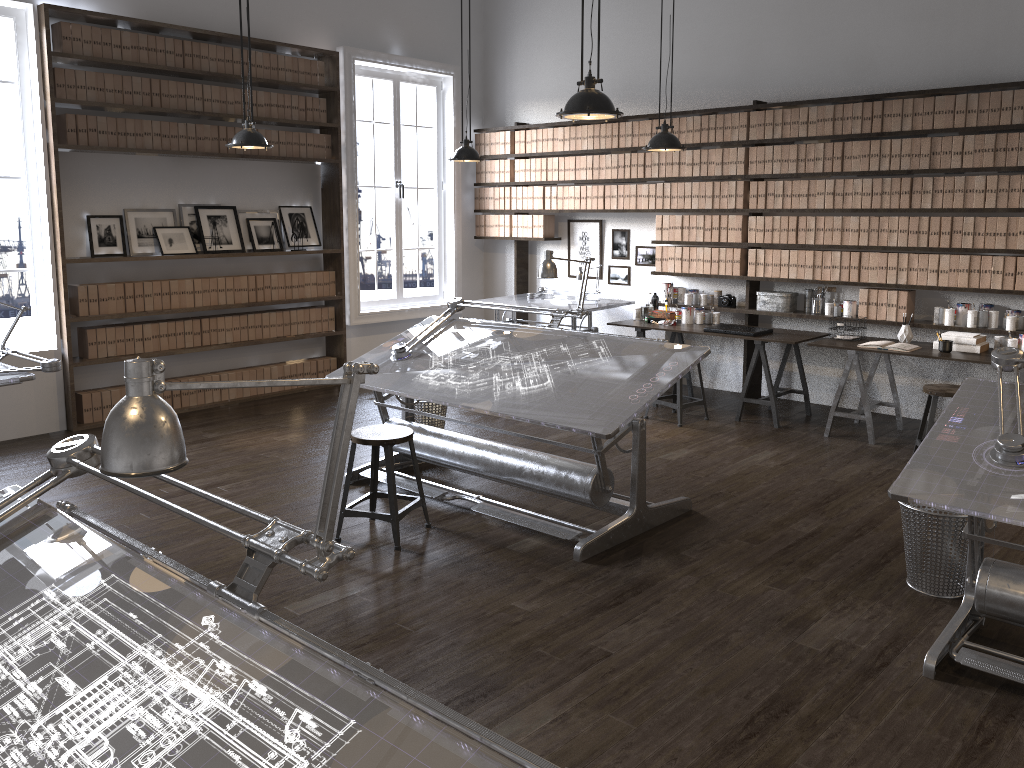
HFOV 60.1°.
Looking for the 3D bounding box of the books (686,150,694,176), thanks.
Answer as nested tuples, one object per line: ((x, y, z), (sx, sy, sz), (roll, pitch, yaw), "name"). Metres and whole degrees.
((1.560, -1.880, 7.573), (0.067, 0.224, 0.175), (7, 12, 41), "books")

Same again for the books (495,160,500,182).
((-0.094, -2.172, 9.054), (0.067, 0.224, 0.175), (7, 12, 42), "books")

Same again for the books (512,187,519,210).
((0.078, -1.873, 8.937), (0.067, 0.224, 0.175), (7, 12, 41), "books")

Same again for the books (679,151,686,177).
((1.515, -1.888, 7.616), (0.067, 0.224, 0.175), (7, 12, 41), "books")

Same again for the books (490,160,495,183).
((-0.141, -2.181, 9.102), (0.067, 0.224, 0.175), (7, 12, 41), "books")

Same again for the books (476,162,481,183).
((-0.293, -2.208, 9.239), (0.067, 0.224, 0.175), (7, 12, 41), "books")

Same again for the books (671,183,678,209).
((1.458, -1.635, 7.707), (0.067, 0.224, 0.175), (7, 12, 41), "books")

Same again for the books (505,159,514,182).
((0.012, -2.155, 8.966), (0.067, 0.224, 0.175), (7, 12, 41), "books")

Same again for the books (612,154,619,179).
((0.987, -1.979, 8.083), (0.067, 0.224, 0.175), (7, 12, 41), "books")

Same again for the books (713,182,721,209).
((1.761, -1.582, 7.433), (0.067, 0.224, 0.175), (7, 12, 41), "books")

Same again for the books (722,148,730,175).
((1.820, -1.835, 7.342), (0.067, 0.224, 0.175), (7, 12, 42), "books")

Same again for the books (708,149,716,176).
((1.720, -1.853, 7.434), (0.067, 0.224, 0.175), (7, 12, 41), "books")

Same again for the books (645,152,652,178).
((1.259, -1.933, 7.848), (0.067, 0.224, 0.175), (7, 12, 42), "books")

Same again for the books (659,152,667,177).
((1.364, -1.915, 7.753), (0.067, 0.224, 0.175), (7, 12, 41), "books")

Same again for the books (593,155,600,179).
((0.834, -2.007, 8.228), (0.067, 0.224, 0.175), (7, 12, 42), "books")

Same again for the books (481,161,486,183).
((-0.243, -2.198, 9.189), (0.067, 0.224, 0.175), (7, 12, 42), "books")

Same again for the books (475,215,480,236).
((-0.302, -1.668, 9.326), (0.067, 0.224, 0.175), (7, 12, 42), "books")

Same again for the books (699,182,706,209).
((1.660, -1.600, 7.522), (0.067, 0.224, 0.175), (7, 12, 41), "books")

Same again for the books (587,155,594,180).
((0.779, -2.015, 8.272), (0.067, 0.224, 0.175), (7, 12, 41), "books")

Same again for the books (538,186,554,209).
((0.337, -1.828, 8.704), (0.067, 0.224, 0.175), (7, 12, 41), "books")

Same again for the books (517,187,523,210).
((0.134, -1.864, 8.891), (0.067, 0.224, 0.175), (7, 12, 41), "books")

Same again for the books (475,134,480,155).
((-0.303, -2.481, 9.203), (0.067, 0.224, 0.175), (7, 12, 42), "books")

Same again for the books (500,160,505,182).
((-0.040, -2.164, 9.013), (0.067, 0.224, 0.175), (7, 12, 41), "books")

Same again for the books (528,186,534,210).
((0.239, -1.847, 8.799), (0.067, 0.224, 0.175), (7, 12, 42), "books")

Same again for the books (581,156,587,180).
((0.727, -2.025, 8.321), (0.067, 0.224, 0.175), (7, 12, 42), "books")

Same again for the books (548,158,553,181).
((0.425, -2.078, 8.596), (0.067, 0.224, 0.175), (7, 12, 41), "books")

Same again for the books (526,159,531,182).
((0.215, -2.113, 8.776), (0.067, 0.224, 0.175), (7, 12, 41), "books")

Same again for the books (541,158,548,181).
((0.366, -2.087, 8.642), (0.067, 0.224, 0.175), (7, 12, 42), "books")

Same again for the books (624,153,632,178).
((1.091, -1.962, 7.996), (0.067, 0.224, 0.175), (7, 12, 41), "books")

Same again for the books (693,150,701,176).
((1.613, -1.870, 7.523), (0.067, 0.224, 0.175), (7, 12, 42), "books")

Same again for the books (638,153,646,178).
((1.200, -1.942, 7.894), (0.067, 0.224, 0.175), (7, 12, 41), "books")

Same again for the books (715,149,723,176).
((1.767, -1.843, 7.383), (0.067, 0.224, 0.175), (7, 12, 41), "books")

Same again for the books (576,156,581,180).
((0.681, -2.033, 8.364), (0.067, 0.224, 0.175), (7, 12, 42), "books")

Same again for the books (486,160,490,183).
((-0.188, -2.189, 9.143), (0.067, 0.224, 0.175), (7, 12, 41), "books")

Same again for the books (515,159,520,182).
((0.110, -2.132, 8.875), (0.067, 0.224, 0.175), (7, 12, 42), "books")

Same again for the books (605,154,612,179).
((0.936, -1.988, 8.133), (0.067, 0.224, 0.175), (7, 12, 41), "books")

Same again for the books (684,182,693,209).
((1.558, -1.616, 7.609), (0.067, 0.224, 0.175), (7, 12, 42), "books")

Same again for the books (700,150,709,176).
((1.667, -1.862, 7.479), (0.067, 0.224, 0.175), (7, 12, 41), "books")

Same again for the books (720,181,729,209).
((1.813, -1.573, 7.386), (0.067, 0.224, 0.175), (7, 12, 41), "books")

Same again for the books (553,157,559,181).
((0.475, -2.068, 8.546), (0.067, 0.224, 0.175), (7, 12, 41), "books")

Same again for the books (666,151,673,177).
((1.416, -1.906, 7.706), (0.067, 0.224, 0.175), (7, 12, 41), "books")

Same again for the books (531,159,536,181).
((0.265, -2.105, 8.737), (0.067, 0.224, 0.175), (7, 12, 42), "books")

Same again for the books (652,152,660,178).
((1.308, -1.923, 7.797), (0.067, 0.224, 0.175), (7, 12, 42), "books")

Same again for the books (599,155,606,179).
((0.887, -1.998, 8.183), (0.067, 0.224, 0.175), (7, 12, 42), "books")

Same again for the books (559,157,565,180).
((0.530, -2.060, 8.502), (0.067, 0.224, 0.175), (7, 12, 42), "books")

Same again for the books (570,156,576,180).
((0.629, -2.041, 8.405), (0.067, 0.224, 0.175), (7, 12, 41), "books")

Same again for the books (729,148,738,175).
((1.865, -1.827, 7.299), (0.067, 0.224, 0.175), (7, 12, 42), "books")

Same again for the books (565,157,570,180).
((0.583, -2.050, 8.454), (0.067, 0.224, 0.175), (7, 12, 42), "books")

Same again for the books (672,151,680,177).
((1.462, -1.896, 7.657), (0.067, 0.224, 0.175), (7, 12, 42), "books")

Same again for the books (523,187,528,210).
((0.188, -1.856, 8.847), (0.067, 0.224, 0.175), (7, 12, 42), "books")

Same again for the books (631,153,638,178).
((1.148, -1.952, 7.947), (0.067, 0.224, 0.175), (7, 12, 42), "books")

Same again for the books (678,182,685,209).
((1.508, -1.626, 7.659), (0.067, 0.224, 0.175), (7, 12, 41), "books")

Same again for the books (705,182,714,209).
((1.707, -1.590, 7.474), (0.067, 0.224, 0.175), (7, 12, 42), "books")

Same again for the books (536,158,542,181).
((0.315, -2.097, 8.696), (0.067, 0.224, 0.175), (7, 12, 41), "books")

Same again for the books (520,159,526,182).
((0.162, -2.122, 8.825), (0.067, 0.224, 0.175), (7, 12, 42), "books")

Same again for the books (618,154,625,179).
((1.041, -1.969, 8.035), (0.067, 0.224, 0.175), (7, 12, 42), "books")
